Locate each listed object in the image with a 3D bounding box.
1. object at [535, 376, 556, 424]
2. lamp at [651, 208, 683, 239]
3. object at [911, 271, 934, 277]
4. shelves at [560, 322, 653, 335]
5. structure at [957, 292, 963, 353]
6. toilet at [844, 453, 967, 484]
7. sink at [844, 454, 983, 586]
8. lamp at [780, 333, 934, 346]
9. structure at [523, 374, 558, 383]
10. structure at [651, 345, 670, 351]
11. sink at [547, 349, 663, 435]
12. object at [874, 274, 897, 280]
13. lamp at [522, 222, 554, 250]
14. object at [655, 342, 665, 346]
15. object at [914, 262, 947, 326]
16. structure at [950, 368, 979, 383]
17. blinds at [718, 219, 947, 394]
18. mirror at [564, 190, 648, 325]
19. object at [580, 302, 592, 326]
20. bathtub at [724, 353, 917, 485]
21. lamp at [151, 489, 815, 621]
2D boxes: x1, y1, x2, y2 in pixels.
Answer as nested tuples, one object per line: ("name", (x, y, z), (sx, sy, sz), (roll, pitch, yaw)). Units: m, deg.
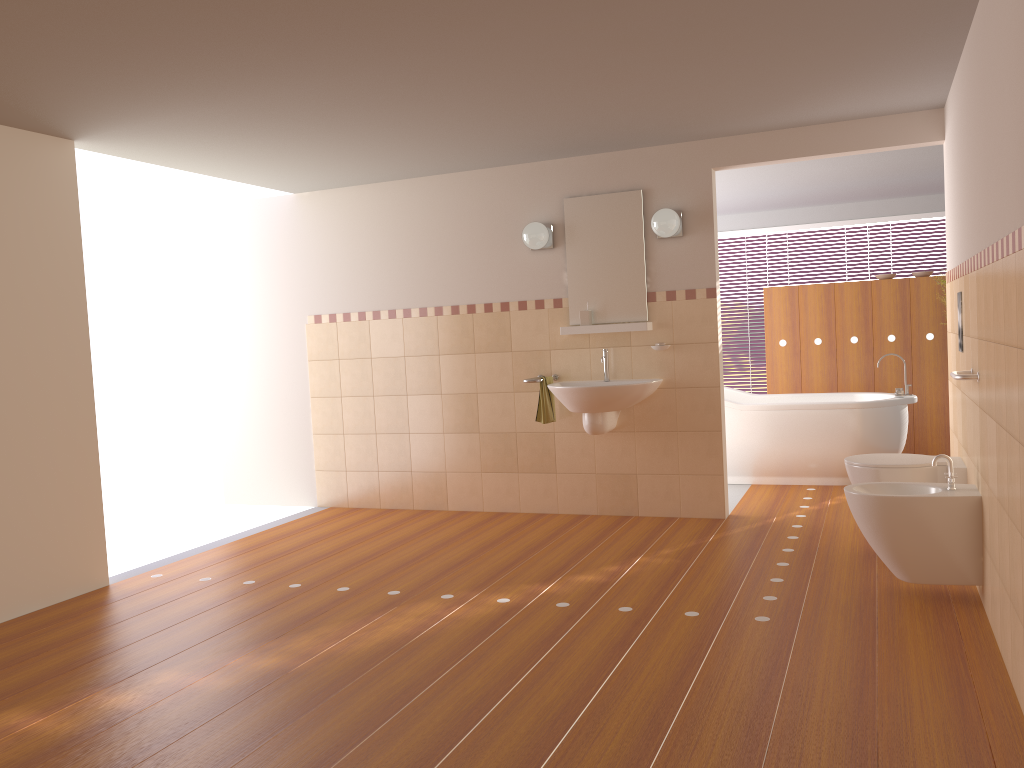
("object", (0.228, 0.098, 5.559), (0.085, 0.306, 0.181), (-1, 4, 39))
("lamp", (0.916, -0.955, 5.269), (0.173, 0.173, 0.209), (-2, 3, 22))
("object", (3.295, -0.875, 7.116), (0.173, 0.046, 0.173), (-2, 3, 22))
("shelves", (0.582, -0.343, 5.492), (0.554, 0.050, 0.138), (-2, 3, 22))
("structure", (2.084, -0.288, 4.123), (0.005, 0.279, 0.170), (-2, 3, 22))
("toilet", (1.911, 0.562, 4.323), (0.534, 0.400, 0.375), (-2, 3, 22))
("sink", (1.665, 0.552, 3.706), (0.515, 0.517, 0.335), (-2, 3, 22))
("lamp", (2.787, -0.359, 7.221), (1.169, 0.052, 0.001), (-2, 3, 22))
("structure", (0.170, -0.028, 5.578), (0.142, 0.042, 0.333), (-2, 3, 22))
("structure", (0.900, -0.218, 5.394), (0.117, 0.029, 0.092), (-2, 3, 22))
("sink", (0.527, 0.053, 5.329), (0.683, 0.516, 0.539), (-2, 3, 22))
("object", (3.043, -0.868, 7.220), (0.173, 0.046, 0.173), (-2, 3, 22))
("lamp", (0.154, -0.932, 5.585), (0.173, 0.173, 0.209), (-2, 3, 22))
("object", (0.900, -0.241, 5.394), (0.050, 0.023, 0.075), (-4, 3, -13))
("object", (3.603, -0.150, 6.502), (1.335, 1.557, 0.683), (-5, 4, -35))
("structure", (1.831, -0.034, 3.593), (0.091, 0.042, 0.295), (-2, 3, 22))
("blinds", (3.031, -0.499, 8.747), (4.712, 2.022, 0.032), (-2, 3, 22))
("mirror", (0.579, -0.778, 5.516), (0.502, 0.799, 0.008), (-2, 3, 22))
("object", (0.459, -0.438, 5.527), (0.063, 0.149, 0.073), (-2, 3, 22))
("bathtub", (2.033, 0.251, 6.692), (1.874, 0.900, 0.888), (-2, 3, 22))
("lamp", (0.092, 0.875, 5.429), (3.173, 0.001, 2.893), (-2, 3, 22))
